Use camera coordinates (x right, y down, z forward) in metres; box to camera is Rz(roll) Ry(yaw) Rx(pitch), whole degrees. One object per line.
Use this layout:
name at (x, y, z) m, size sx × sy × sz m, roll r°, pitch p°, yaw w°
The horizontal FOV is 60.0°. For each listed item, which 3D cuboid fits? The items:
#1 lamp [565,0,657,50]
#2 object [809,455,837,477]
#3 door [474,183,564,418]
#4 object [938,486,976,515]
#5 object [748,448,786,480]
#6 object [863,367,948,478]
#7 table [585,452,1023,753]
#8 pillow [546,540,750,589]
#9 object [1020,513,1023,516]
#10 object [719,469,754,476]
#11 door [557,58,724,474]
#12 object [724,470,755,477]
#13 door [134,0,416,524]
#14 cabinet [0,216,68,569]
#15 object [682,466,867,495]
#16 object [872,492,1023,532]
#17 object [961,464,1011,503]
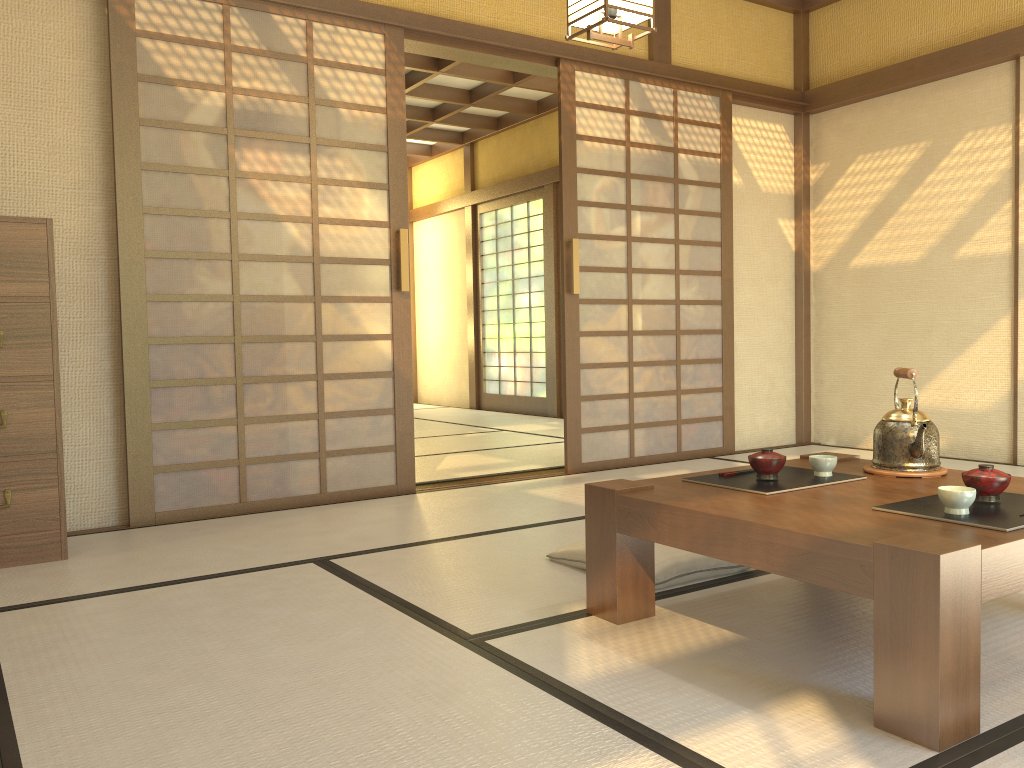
lamp at (0.339, -1.769, 3.119) m, size 0.240 × 1.129 × 0.240 m, roll -3°, pitch 3°, yaw -33°
object at (0.856, 0.226, 2.441) m, size 0.074 × 0.052 × 0.073 m, roll -1°, pitch 3°, yaw 10°
door at (0.427, -0.790, 8.520) m, size 0.140 × 2.230 × 2.890 m, roll -3°, pitch 3°, yaw -33°
object at (0.952, 0.250, 1.899) m, size 0.074 × 0.052 × 0.073 m, roll -1°, pitch 3°, yaw 10°
object at (0.688, 0.214, 2.391) m, size 0.100 × 0.080 × 0.100 m, roll -3°, pitch 3°, yaw -33°
object at (1.109, 0.102, 2.499) m, size 0.219 × 0.296 × 0.226 m, roll -3°, pitch 3°, yaw -38°
table at (0.888, 0.433, 2.230) m, size 1.000 × 0.350 × 1.000 m, roll -3°, pitch 3°, yaw -33°
pillow at (0.445, 0.551, 2.878) m, size 0.486 × 0.107 × 0.496 m, roll -3°, pitch 3°, yaw -29°
object at (1.140, 0.267, 1.911) m, size 0.200 × 0.008 × 0.008 m, roll -3°, pitch 3°, yaw -37°
object at (0.660, 0.248, 2.528) m, size 0.200 × 0.008 × 0.008 m, roll -3°, pitch 3°, yaw -35°
door at (0.779, -0.661, 5.211) m, size 1.230 × 2.265 × 0.076 m, roll -3°, pitch 3°, yaw -33°
object at (0.665, 0.248, 2.516) m, size 0.200 × 0.008 × 0.008 m, roll -3°, pitch 4°, yaw -39°
door at (-1.035, -0.567, 4.033) m, size 1.230 × 2.265 × 0.076 m, roll -3°, pitch 3°, yaw -33°
cabinet at (-2.102, 0.044, 2.969) m, size 1.020 × 1.200 × 0.421 m, roll -3°, pitch 3°, yaw -33°
object at (0.715, 0.259, 2.425) m, size 0.400 × 0.007 × 0.300 m, roll -3°, pitch 3°, yaw -33°
object at (1.054, 0.274, 1.969) m, size 0.400 × 0.007 × 0.300 m, roll -3°, pitch 3°, yaw -33°
object at (1.078, 0.224, 2.016) m, size 0.100 × 0.080 × 0.100 m, roll -3°, pitch 3°, yaw -33°
